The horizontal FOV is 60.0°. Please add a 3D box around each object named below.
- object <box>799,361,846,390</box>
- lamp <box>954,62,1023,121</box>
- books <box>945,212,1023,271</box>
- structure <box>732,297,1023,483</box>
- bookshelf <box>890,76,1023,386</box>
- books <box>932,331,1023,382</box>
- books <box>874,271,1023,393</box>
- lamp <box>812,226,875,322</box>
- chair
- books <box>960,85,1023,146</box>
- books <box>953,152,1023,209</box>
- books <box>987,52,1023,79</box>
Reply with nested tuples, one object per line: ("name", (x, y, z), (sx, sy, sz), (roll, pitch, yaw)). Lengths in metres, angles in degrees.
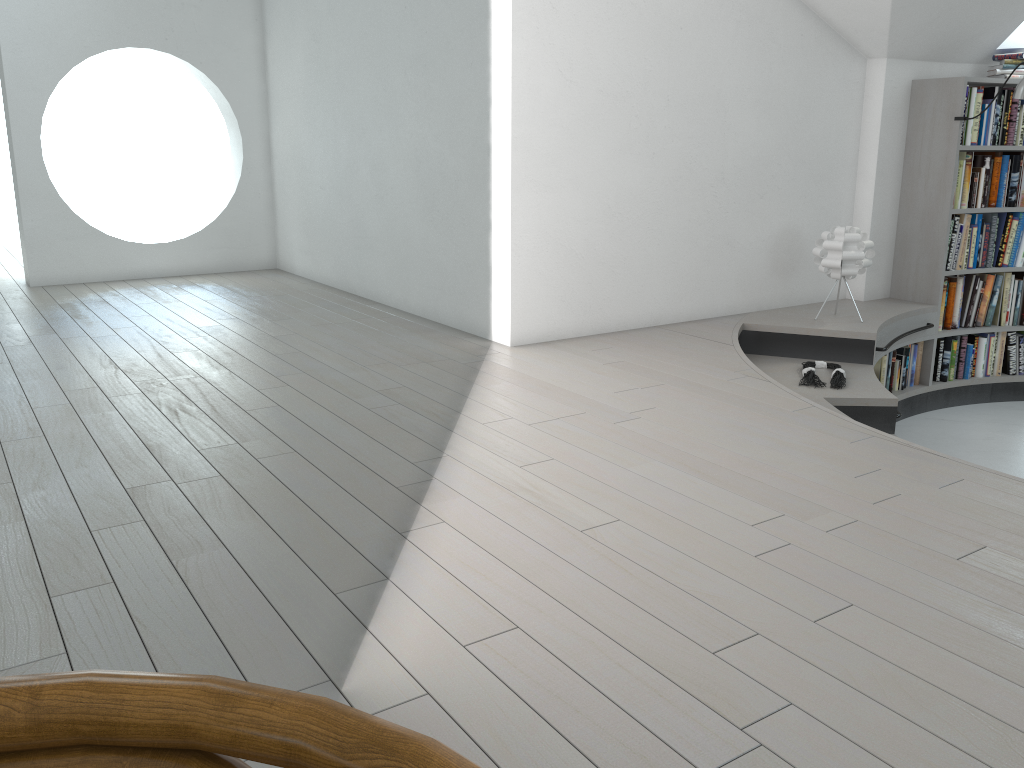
("object", (1.566, -0.048, 4.466), (0.218, 0.081, 0.476), (5, 16, 18))
("lamp", (2.799, -1.683, 5.110), (0.117, 0.310, 0.416), (-10, 18, -35))
("books", (3.061, -0.927, 5.695), (1.020, 0.357, 0.262), (-4, 15, -16))
("structure", (3.387, 0.294, 3.942), (4.710, 0.688, 4.741), (3, 15, 11))
("bookshelf", (4.537, -0.644, 4.507), (2.113, 1.867, 4.354), (-9, 18, -32))
("books", (3.107, -0.220, 5.918), (0.918, 0.317, 0.284), (-4, 15, -15))
("books", (2.812, -0.370, 5.737), (1.642, 0.691, 0.393), (-6, 15, -23))
("lamp", (1.864, -0.626, 5.015), (0.306, 0.521, 0.306), (14, 19, 43))
("chair", (-0.147, 0.559, 0.205), (0.528, 0.730, 0.624), (-8, 16, -29))
("books", (3.063, -1.673, 5.546), (1.033, 0.359, 0.302), (-4, 15, -17))
("books", (3.074, -1.303, 5.654), (1.088, 0.345, 0.305), (-5, 15, -18))
("books", (4.361, -1.881, 5.179), (2.818, 0.172, 0.752), (8, 17, 26))
